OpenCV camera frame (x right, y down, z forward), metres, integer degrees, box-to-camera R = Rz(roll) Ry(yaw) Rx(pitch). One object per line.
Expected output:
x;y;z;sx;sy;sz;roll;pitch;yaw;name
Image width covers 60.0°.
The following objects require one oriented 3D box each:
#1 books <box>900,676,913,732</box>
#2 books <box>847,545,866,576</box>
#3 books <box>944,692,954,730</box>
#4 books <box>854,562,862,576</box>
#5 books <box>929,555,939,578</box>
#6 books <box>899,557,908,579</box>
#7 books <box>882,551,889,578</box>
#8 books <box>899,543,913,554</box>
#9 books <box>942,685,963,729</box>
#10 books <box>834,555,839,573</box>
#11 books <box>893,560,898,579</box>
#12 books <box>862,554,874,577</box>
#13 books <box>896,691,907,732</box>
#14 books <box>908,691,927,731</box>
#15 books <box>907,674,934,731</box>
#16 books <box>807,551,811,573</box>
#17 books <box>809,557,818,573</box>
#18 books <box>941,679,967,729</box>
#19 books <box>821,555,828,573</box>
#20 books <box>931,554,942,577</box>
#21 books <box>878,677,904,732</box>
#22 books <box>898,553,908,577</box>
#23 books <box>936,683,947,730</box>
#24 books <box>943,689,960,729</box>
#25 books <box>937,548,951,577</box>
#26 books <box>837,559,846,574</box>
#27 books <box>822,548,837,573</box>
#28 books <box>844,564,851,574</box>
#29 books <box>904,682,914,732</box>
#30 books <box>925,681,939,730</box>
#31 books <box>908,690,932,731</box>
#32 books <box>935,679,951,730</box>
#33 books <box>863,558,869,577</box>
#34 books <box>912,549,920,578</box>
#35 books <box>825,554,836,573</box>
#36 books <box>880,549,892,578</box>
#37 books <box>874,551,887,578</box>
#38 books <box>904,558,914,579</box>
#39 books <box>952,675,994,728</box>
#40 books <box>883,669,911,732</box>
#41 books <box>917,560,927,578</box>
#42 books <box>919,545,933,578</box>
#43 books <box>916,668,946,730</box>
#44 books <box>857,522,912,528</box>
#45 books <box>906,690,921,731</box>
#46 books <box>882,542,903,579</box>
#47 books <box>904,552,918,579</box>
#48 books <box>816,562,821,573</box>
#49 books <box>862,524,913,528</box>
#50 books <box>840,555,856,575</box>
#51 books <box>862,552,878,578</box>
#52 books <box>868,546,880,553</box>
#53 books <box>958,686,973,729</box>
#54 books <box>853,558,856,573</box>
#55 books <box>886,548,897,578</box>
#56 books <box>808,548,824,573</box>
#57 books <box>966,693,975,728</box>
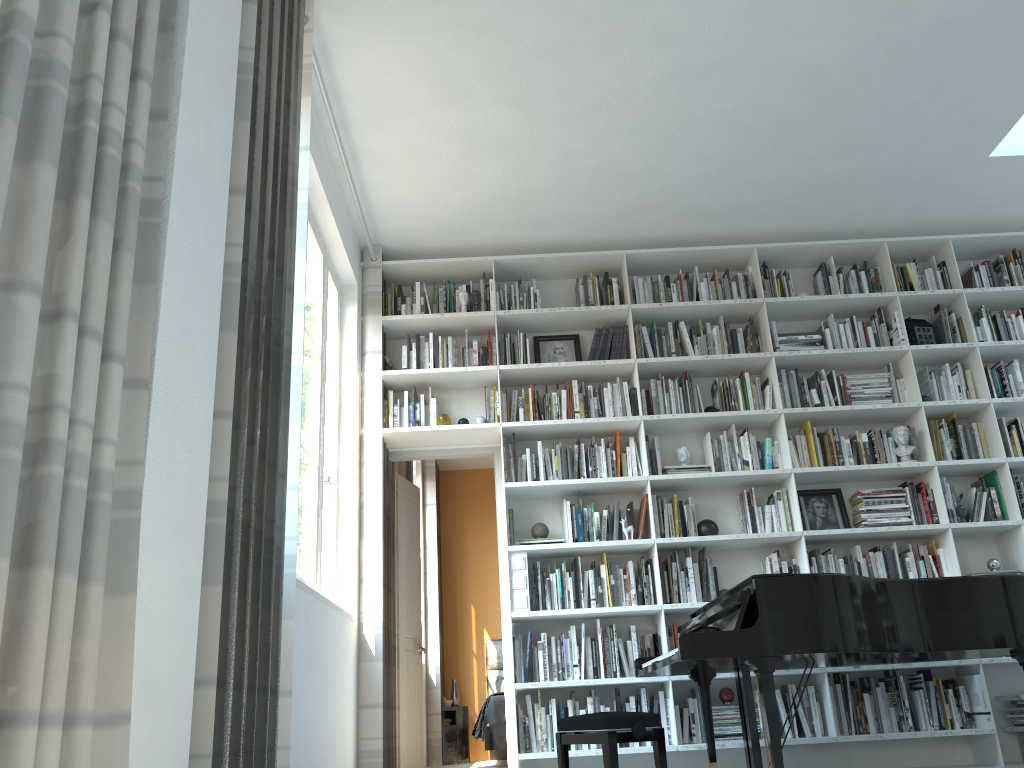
2.138;1.764;4.891;0.014;0.287;0.185;-3;-21;-1;books
2.010;1.098;5.153;0.026;0.290;0.152;-3;-21;-1;books
2.370;1.802;4.888;0.024;0.190;0.155;-3;-21;-1;books
1.988;1.138;5.124;0.023;0.195;0.165;-3;-21;-1;books
2.420;1.110;5.133;0.042;0.211;0.170;-3;-21;-1;books
2.239;1.123;5.134;0.024;0.206;0.184;-3;-21;-1;books
2.149;1.112;5.155;0.011;0.250;0.159;-3;-21;-1;books
2.316;1.083;5.160;0.014;0.292;0.138;-3;-21;-1;books
2.417;1.784;4.897;0.028;0.226;0.162;-3;-21;-1;books
1.871;1.130;5.151;0.021;0.243;0.142;-3;-21;-1;books
2.204;1.131;5.145;0.021;0.202;0.129;-3;-21;-1;books
2.064;1.121;5.146;0.031;0.236;0.159;-3;-21;-1;books
2.108;1.804;4.885;0.022;0.212;0.168;-3;-21;-1;books
2.216;1.796;4.871;0.010;0.205;0.180;-3;-21;-1;books
2.253;1.756;4.892;0.011;0.291;0.184;-3;-21;-1;books
1.712;1.119;5.144;0.011;0.274;0.146;-3;-21;-1;books
1.732;1.134;5.127;0.027;0.233;0.168;-3;-21;-1;books
2.436;1.766;4.894;0.013;0.255;0.177;-3;-21;-1;books
1.808;1.132;5.153;0.024;0.246;0.132;-3;-21;-1;books
2.447;1.107;5.135;0.011;0.215;0.167;-3;-21;-1;books
2.089;1.769;4.893;0.013;0.284;0.185;-3;-21;-1;books
2.257;1.113;5.149;0.014;0.234;0.155;-3;-21;-1;books
2.331;1.784;4.901;0.028;0.238;0.140;-3;-21;-1;books
2.392;1.791;4.882;0.022;0.204;0.192;-3;-21;-1;books
2.479;1.090;5.136;0.033;0.245;0.177;-3;-21;-1;books
1.893;1.133;5.126;0.023;0.216;0.175;-3;-21;-1;books
1.853;1.106;5.140;0.013;0.281;0.167;-3;-21;-1;books
1.920;1.146;5.116;0.029;0.183;0.175;-3;-21;-1;books
2.158;1.781;4.902;0.024;0.261;0.132;-3;-21;-1;books
2.282;1.770;4.876;0.044;0.250;0.187;-3;-21;-1;books
2.236;1.795;4.876;0.029;0.209;0.171;-3;-21;-1;books
2.351;1.768;4.890;0.011;0.257;0.172;-3;-21;-1;books
2.037;1.133;5.149;0.025;0.219;0.140;-3;-21;-1;books
2.331;1.102;5.161;0.014;0.255;0.145;-3;-21;-1;books
1.834;1.125;5.136;0.027;0.244;0.180;-3;-21;-1;books
2.160;1.103;5.147;0.010;0.260;0.182;-3;-21;-1;books
2.117;1.110;5.137;0.026;0.244;0.192;-3;-21;-1;books
2.277;1.122;5.133;0.023;0.203;0.168;-3;-21;-1;books
2.512;1.734;4.839;0.038;0.268;0.278;-3;-21;-1;books
2.123;1.742;4.898;0.014;0.334;0.183;-3;-21;-1;books
2.352;1.126;5.126;0.023;0.182;0.169;-3;-21;-1;books
2.384;1.088;5.153;0.026;0.271;0.175;-3;-21;-1;books
2.309;1.740;4.892;0.013;0.315;0.187;-3;-21;-1;books
2.195;0.845;5.253;0.285;0.012;0.160;-2;-21;-2;books
2.191;1.806;4.902;0.040;0.211;0.130;-3;-21;-1;books
2.218;1.083;5.152;0.012;0.295;0.178;-3;-21;-1;books
2.299;1.107;5.139;0.023;0.233;0.175;-3;-21;-1;books
1.758;1.149;5.135;0.024;0.207;0.170;-3;-21;-1;books
2.195;0.853;5.240;0.285;0.012;0.160;-1;-21;-6;books
1.948;1.122;5.133;0.029;0.237;0.166;-3;-21;-1;books
2.091;1.117;5.163;0.025;0.253;0.137;-3;-21;-1;books
2.136;1.099;5.167;0.014;0.285;0.135;-3;-21;-1;books
2.458;1.781;4.882;0.029;0.217;0.191;-3;-21;-1;books
1.969;1.128;5.141;0.013;0.229;0.139;-3;-21;-1;books
2.178;1.098;5.141;0.028;0.263;0.162;-3;-21;-1;books
1.782;1.115;5.165;0.027;0.289;0.141;-3;-21;-1;books
2.485;1.801;4.888;0.023;0.181;0.149;-3;-21;-1;books
